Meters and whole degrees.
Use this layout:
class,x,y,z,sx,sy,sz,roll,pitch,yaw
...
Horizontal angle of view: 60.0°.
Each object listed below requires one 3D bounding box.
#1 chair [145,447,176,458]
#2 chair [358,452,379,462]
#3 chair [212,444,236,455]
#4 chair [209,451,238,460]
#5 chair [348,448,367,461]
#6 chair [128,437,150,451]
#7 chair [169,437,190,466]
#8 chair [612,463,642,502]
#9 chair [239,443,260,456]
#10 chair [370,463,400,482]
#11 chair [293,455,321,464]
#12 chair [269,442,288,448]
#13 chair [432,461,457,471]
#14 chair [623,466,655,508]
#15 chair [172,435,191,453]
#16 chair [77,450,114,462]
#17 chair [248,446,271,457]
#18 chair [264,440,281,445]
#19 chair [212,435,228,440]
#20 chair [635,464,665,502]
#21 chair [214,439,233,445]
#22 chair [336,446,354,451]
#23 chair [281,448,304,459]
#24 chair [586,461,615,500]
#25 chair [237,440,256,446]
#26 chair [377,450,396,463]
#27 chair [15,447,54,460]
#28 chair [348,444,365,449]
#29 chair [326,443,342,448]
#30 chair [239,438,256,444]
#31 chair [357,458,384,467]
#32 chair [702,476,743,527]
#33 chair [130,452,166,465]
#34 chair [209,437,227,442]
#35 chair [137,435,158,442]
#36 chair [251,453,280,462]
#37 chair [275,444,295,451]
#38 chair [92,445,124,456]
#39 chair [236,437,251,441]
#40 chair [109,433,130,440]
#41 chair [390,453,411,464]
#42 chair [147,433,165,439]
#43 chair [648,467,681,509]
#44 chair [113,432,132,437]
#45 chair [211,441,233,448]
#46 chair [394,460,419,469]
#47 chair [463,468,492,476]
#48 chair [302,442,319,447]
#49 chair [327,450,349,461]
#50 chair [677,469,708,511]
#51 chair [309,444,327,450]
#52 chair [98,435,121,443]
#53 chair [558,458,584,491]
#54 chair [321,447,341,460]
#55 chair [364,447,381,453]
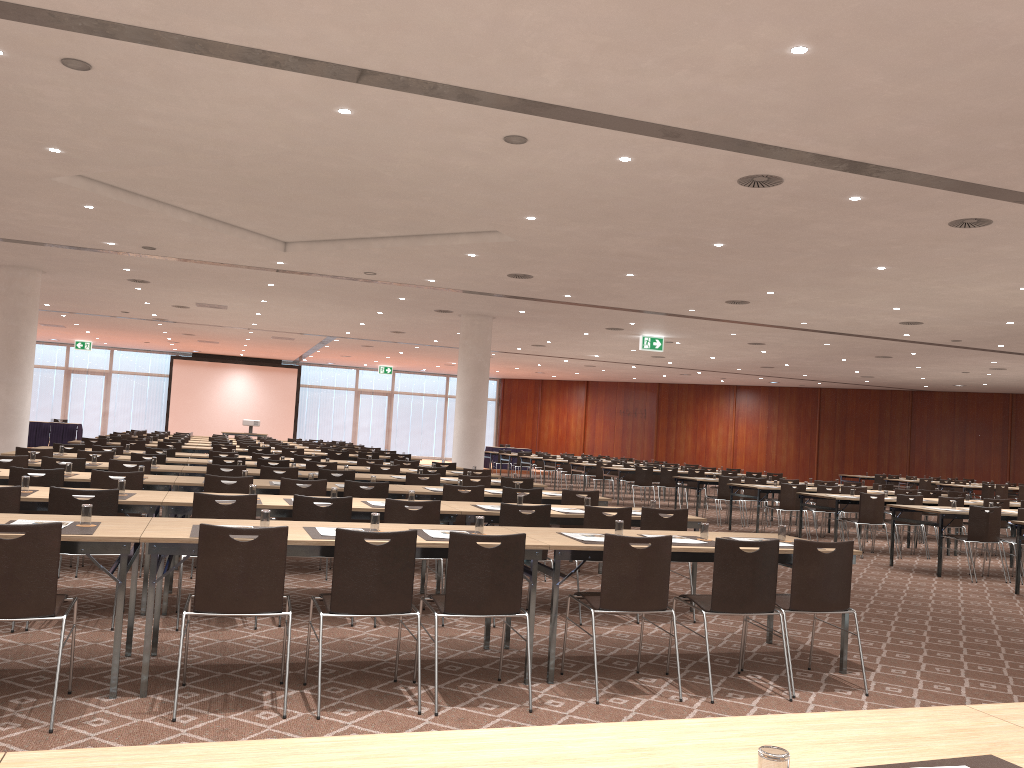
class,x,y,z,sx,sy,sz,roll,pitch,yaw
chair,-5.499,1.462,13.833,0.536,0.939,0.614,4,-3,-17
chair,-3.009,1.864,18.267,0.536,0.939,0.614,4,-3,-20
chair,-5.680,1.653,17.416,0.536,0.939,0.614,4,-3,-17
chair,-4.596,1.529,14.053,0.536,0.939,0.614,4,-3,-16
chair,-3.574,1.940,20.223,0.536,0.939,0.614,4,-3,-19
chair,-7.905,1.593,18.747,0.536,0.939,0.614,4,-3,-16
chair,-7.872,1.715,20.865,0.536,0.939,0.614,5,-3,-21
chair,2.917,2.451,22.295,0.536,0.939,0.614,4,-3,-16
chair,-5.799,1.763,19.483,0.536,0.939,0.614,4,-3,-19
chair,-1.901,1.629,12.922,0.536,0.939,0.614,4,-3,-17
chair,-3.405,1.628,14.529,0.536,0.939,0.614,5,-3,-21
chair,-5.722,1.886,21.579,0.536,0.939,0.614,4,-3,-19
chair,-1.235,1.796,15.170,0.536,0.939,0.614,5,-3,-21
chair,2.922,2.333,20.190,0.536,0.939,0.614,4,-3,-16
chair,-8.516,1.785,22.794,0.536,0.939,0.614,4,-3,-16
chair,-5.503,1.340,11.681,0.536,0.939,0.614,4,-3,-20
chair,-5.068,1.704,17.664,0.536,0.939,0.614,4,-3,-19
chair,-6.406,1.955,23.540,0.536,0.939,0.614,5,-3,-21
chair,-8.263,1.927,25.030,0.536,0.939,0.614,4,-3,-16
chair,3.525,2.505,22.583,0.536,0.939,0.614,4,-3,-19
chair,-6.938,1.791,21.212,0.536,0.939,0.614,4,-3,-17
chair,-4.199,2.007,22.086,0.536,0.939,0.614,4,-3,-16
chair,-4.434,1.750,17.794,0.536,0.939,0.614,4,-3,-17
chair,2.231,2.405,22.215,0.536,0.939,0.614,4,-3,-17
chair,-6.453,1.833,21.417,0.536,0.939,0.614,4,-3,-18
chair,-2.930,1.989,20.400,0.536,0.939,0.614,4,-3,-17
chair,-6.194,1.287,11.495,0.536,0.939,0.614,4,-3,-18
chair,-4.289,2.119,24.163,0.536,0.939,0.614,4,-3,-17
chair,-4.872,2.075,24.005,0.536,0.939,0.614,5,-3,-21
chair,-6.992,1.906,23.301,0.536,0.939,0.614,4,-3,-20
chair,-2.418,1.702,14.776,0.536,0.939,0.614,4,-3,-19
chair,4.018,2.212,16.875,0.536,0.939,0.614,4,-3,-18
chair,-4.873,1.388,11.853,0.536,0.939,0.614,4,-3,-16
chair,-7.676,1.850,23.037,0.536,0.939,0.614,4,-3,-17
chair,-8.509,1.667,20.689,0.536,0.939,0.614,4,-3,-15
chair,-4.004,1.578,14.286,0.536,0.939,0.614,4,-3,-19
chair,-5.106,1.821,19.758,0.536,0.939,0.614,5,-3,-21
chair,-6.186,1.403,13.524,0.536,0.939,0.614,5,-3,-20
chair,-7.637,1.974,25.193,0.536,0.939,0.614,4,-3,-16
chair,-9.108,1.621,20.535,0.536,0.939,0.614,5,-3,-21
chair,-2.380,1.918,18.557,0.536,0.939,0.614,4,-3,-16
chair,-9.118,1.740,22.639,0.536,0.939,0.614,4,-3,-18
chair,3.538,2.386,20.480,0.536,0.939,0.614,4,-3,-17
chair,-9.821,1.679,22.324,0.536,0.939,0.614,4,-3,-17
chair,-6.333,1.718,19.269,0.536,0.939,0.614,4,-3,-18
chair,-1.845,1.750,15.004,0.536,0.939,0.614,4,-3,-19
chair,-0.591,1.730,13.313,0.536,0.939,0.614,4,-3,-18
chair,-5.440,2.028,23.780,0.536,0.939,0.614,4,-3,-18
chair,-3.602,1.819,18.107,0.536,0.939,0.614,5,-3,-20
chair,4.183,2.433,20.609,0.536,0.939,0.614,4,-3,-19
chair,-4.853,1.960,21.949,0.536,0.939,0.614,4,-3,-17
chair,-8.451,1.552,18.602,0.536,0.939,0.614,4,-3,-18
chair,1.639,2.477,24.125,0.536,0.939,0.614,4,-3,-19
chair,-4.138,1.893,19.999,0.536,0.939,0.614,4,-3,-20
chair,-3.578,2.059,22.329,0.536,0.939,0.614,4,-3,-19
